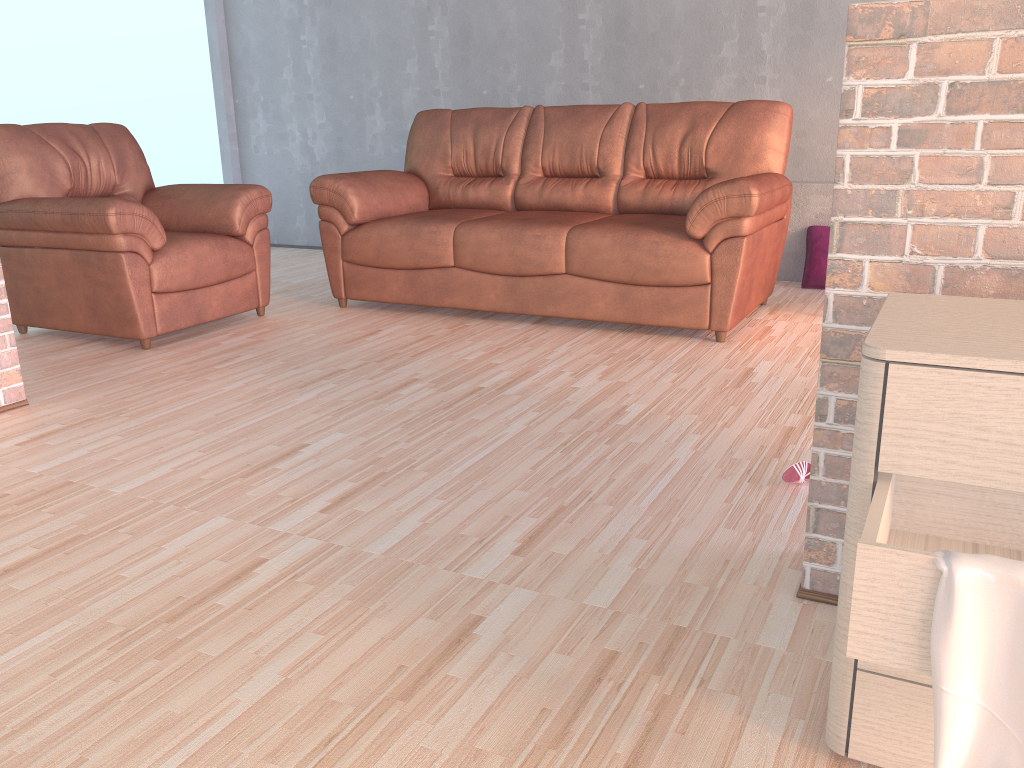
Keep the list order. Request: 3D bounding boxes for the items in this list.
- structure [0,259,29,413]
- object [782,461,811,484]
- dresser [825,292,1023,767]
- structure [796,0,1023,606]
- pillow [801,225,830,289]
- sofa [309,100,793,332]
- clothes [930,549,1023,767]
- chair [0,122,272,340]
[{"bbox_3d":[-2.325,-0.490,3.076,1.422,1.057,0.211,7,18,26],"label":"structure"},{"bbox_3d":[0.762,0.221,2.221,0.192,0.066,0.078,-9,18,-25],"label":"object"},{"bbox_3d":[1.229,0.318,0.892,1.686,0.612,0.605,7,18,26],"label":"dresser"},{"bbox_3d":[1.217,-0.044,1.331,1.422,1.057,0.211,7,18,26],"label":"structure"},{"bbox_3d":[1.726,-0.668,4.721,0.327,0.326,0.241,5,18,20],"label":"pillow"},{"bbox_3d":[0.184,-0.877,4.294,2.202,0.923,0.981,7,18,26],"label":"sofa"},{"bbox_3d":[0.583,0.362,0.910,0.325,0.369,0.097,7,19,27],"label":"clothes"},{"bbox_3d":[-1.754,-0.746,4.065,0.936,0.879,0.970,7,18,25],"label":"chair"}]
